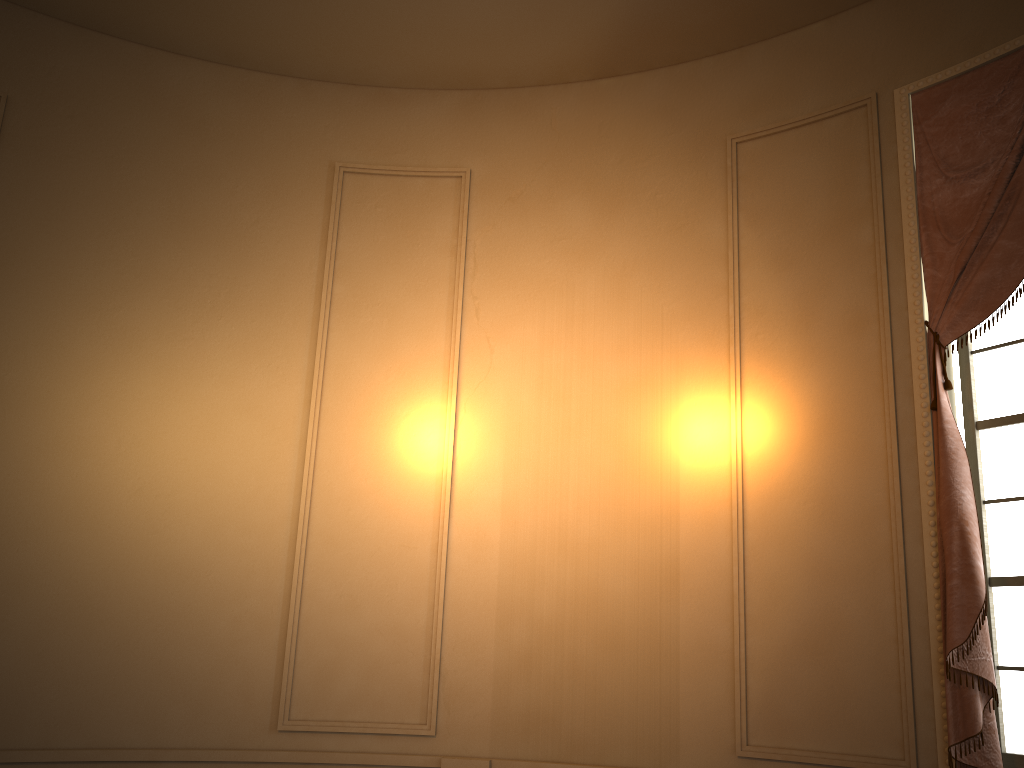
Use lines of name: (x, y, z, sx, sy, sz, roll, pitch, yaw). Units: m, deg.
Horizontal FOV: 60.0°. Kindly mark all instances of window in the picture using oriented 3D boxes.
window: (2.175, 0.025, 3.073, 0.157, 2.810, 1.289, 12, -17, -33)

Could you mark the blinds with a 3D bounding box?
blinds: (1.988, 0.042, 2.918, 0.293, 2.949, 1.312, 12, -17, -34)
